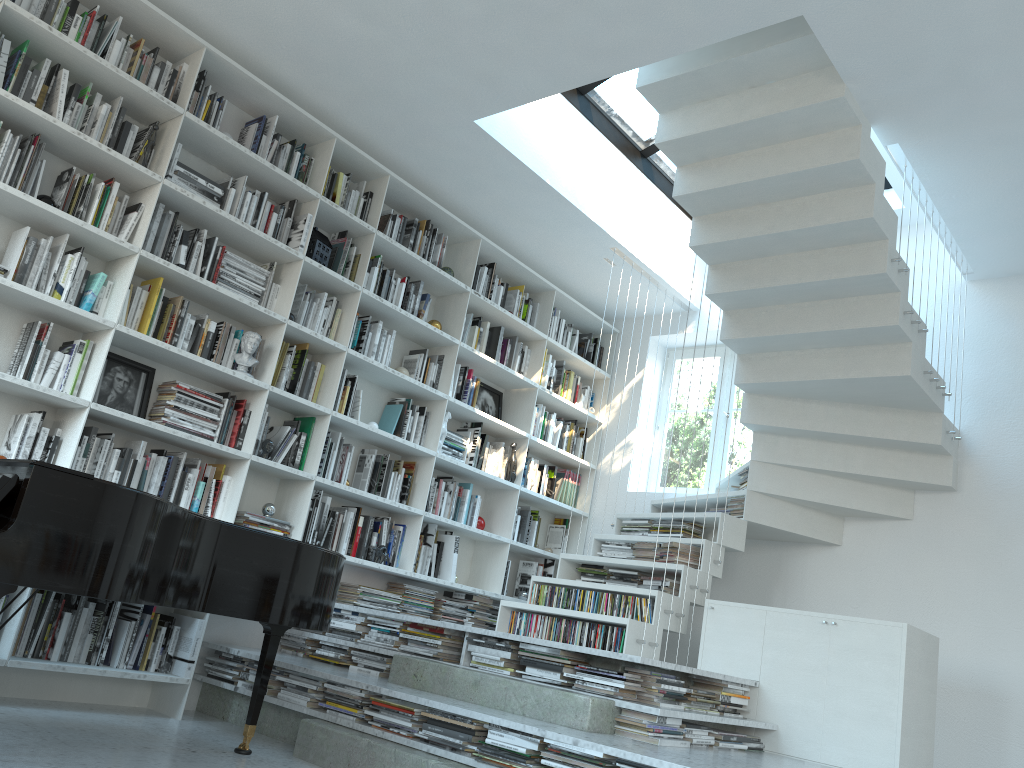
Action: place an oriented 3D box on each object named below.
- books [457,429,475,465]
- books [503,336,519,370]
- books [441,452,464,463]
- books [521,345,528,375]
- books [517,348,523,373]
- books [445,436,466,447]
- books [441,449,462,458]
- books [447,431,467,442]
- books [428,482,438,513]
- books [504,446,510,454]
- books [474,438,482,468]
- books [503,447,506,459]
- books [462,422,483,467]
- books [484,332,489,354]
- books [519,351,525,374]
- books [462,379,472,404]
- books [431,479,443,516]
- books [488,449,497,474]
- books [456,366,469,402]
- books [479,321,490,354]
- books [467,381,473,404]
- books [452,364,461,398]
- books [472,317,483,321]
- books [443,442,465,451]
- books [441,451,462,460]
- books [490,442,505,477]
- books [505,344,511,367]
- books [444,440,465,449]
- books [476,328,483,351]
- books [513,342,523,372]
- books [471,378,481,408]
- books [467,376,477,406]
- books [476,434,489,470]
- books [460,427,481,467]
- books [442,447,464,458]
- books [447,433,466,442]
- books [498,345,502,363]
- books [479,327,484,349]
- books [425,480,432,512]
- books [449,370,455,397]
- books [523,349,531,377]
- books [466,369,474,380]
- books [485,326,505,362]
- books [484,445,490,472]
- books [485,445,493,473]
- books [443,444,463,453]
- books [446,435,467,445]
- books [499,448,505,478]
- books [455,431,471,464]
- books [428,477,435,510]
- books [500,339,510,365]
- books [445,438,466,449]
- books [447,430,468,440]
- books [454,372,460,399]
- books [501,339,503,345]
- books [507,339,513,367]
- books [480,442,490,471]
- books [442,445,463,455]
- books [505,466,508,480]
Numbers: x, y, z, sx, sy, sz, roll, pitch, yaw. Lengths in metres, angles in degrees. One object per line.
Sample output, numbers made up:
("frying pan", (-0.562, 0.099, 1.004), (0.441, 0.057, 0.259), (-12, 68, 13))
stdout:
("books", (-0.334, 0.440, 5.934), (0.159, 0.284, 0.012), (-3, -21, 40))
("books", (-0.054, -0.192, 6.263), (0.181, 0.293, 0.022), (-3, -21, 40))
("books", (-0.467, 0.468, 5.756), (0.159, 0.012, 0.286), (-6, -23, 45))
("books", (0.027, -0.136, 6.379), (0.147, 0.283, 0.026), (-3, -21, 40))
("books", (-0.012, -0.137, 6.324), (0.162, 0.240, 0.031), (-3, -21, 40))
("books", (-0.445, 0.366, 5.788), (0.159, 0.012, 0.286), (-1, -20, 35))
("books", (-0.468, 0.445, 5.767), (0.161, 0.012, 0.255), (-4, -22, 42))
("books", (-0.444, 0.332, 5.803), (0.159, 0.012, 0.286), (-2, -21, 38))
("books", (-0.553, 0.729, 5.628), (0.163, 0.222, 0.011), (-3, -21, 40))
("books", (-0.090, 0.575, 6.231), (0.138, 0.283, 0.029), (-3, -21, 40))
("books", (-0.298, 0.476, 5.945), (0.179, 0.236, 0.030), (-3, -21, 40))
("books", (-0.128, 0.562, 6.162), (0.145, 0.254, 0.024), (-3, -21, 40))
("books", (-0.295, 0.420, 5.939), (0.180, 0.338, 0.010), (-3, -21, 40))
("books", (-0.237, -0.252, 6.077), (0.143, 0.238, 0.025), (-3, -21, 40))
("books", (0.005, -0.120, 6.357), (0.158, 0.233, 0.022), (-3, -21, 40))
("books", (-0.358, 0.073, 5.885), (0.189, 0.206, 0.013), (-3, -21, 40))
("books", (-0.530, 0.726, 5.646), (0.185, 0.245, 0.045), (-3, -21, 40))
("books", (-0.191, 0.554, 6.099), (0.155, 0.212, 0.025), (-3, -21, 40))
("books", (-0.381, 0.025, 5.882), (0.176, 0.286, 0.012), (-3, -21, 40))
("books", (-0.241, -0.284, 6.060), (0.156, 0.287, 0.026), (-3, -21, 40))
("books", (-0.346, 0.083, 5.923), (0.152, 0.212, 0.033), (-3, -21, 40))
("books", (-0.426, 0.008, 5.851), (0.159, 0.284, 0.012), (-3, -21, 40))
("books", (-0.290, -0.311, 6.013), (0.162, 0.295, 0.011), (-3, -21, 40))
("books", (-0.452, 0.400, 5.779), (0.161, 0.012, 0.254), (-6, -23, 45))
("books", (-0.467, 0.456, 5.761), (0.161, 0.012, 0.254), (-5, -23, 44))
("books", (-0.153, 0.533, 6.108), (0.191, 0.270, 0.021), (-3, -21, 40))
("books", (-0.095, -0.171, 6.220), (0.165, 0.217, 0.031), (-3, -21, 40))
("books", (-0.453, 0.389, 5.785), (0.159, 0.012, 0.286), (-2, -21, 37))
("books", (-0.284, -0.270, 6.018), (0.158, 0.223, 0.030), (-3, -21, 40))
("books", (-0.024, -0.163, 6.299), (0.177, 0.271, 0.036), (-3, -21, 40))
("books", (-0.304, 0.085, 5.957), (0.178, 0.243, 0.026), (-3, -21, 40))
("books", (-0.326, 0.073, 5.947), (0.167, 0.252, 0.021), (-3, -21, 40))
("books", (-0.261, 0.473, 5.995), (0.167, 0.281, 0.059), (-3, -21, 40))
("books", (-0.306, 0.435, 5.927), (0.184, 0.299, 0.011), (-3, -21, 40))
("books", (-0.465, 0.434, 5.772), (0.159, 0.012, 0.286), (-2, -21, 38))
("books", (-0.446, 0.344, 5.799), (0.161, 0.012, 0.255), (-4, -22, 42))
("books", (-0.143, -0.223, 6.192), (0.162, 0.282, 0.048), (-3, -21, 40))
("books", (-0.277, -0.266, 6.048), (0.146, 0.235, 0.024), (-3, -21, 40))
("books", (-0.585, 0.701, 5.594), (0.177, 0.243, 0.048), (-3, -21, 40))
("books", (-0.447, -0.008, 5.817), (0.146, 0.288, 0.065), (-3, -21, 40))
("books", (0.045, -0.118, 6.395), (0.169, 0.264, 0.031), (-3, -21, 40))
("books", (-0.351, 0.041, 5.913), (0.175, 0.284, 0.014), (-3, -21, 40))
("books", (-0.177, -0.257, 6.068), (0.245, 0.264, 0.032), (-3, -21, 40))
("books", (-0.229, 0.518, 6.069), (0.133, 0.249, 0.031), (-3, -21, 40))
("books", (-0.211, 0.535, 6.087), (0.129, 0.234, 0.028), (-3, -21, 40))
("books", (-0.464, 0.411, 5.781), (0.161, 0.012, 0.255), (-3, -21, 40))
("books", (-0.448, 0.355, 5.796), (0.159, 0.012, 0.286), (-4, -22, 42))
("books", (-0.138, 0.558, 6.127), (0.176, 0.238, 0.041), (-3, -21, 40))
("books", (-0.356, 0.439, 5.892), (0.161, 0.253, 0.012), (-3, -21, 40))
("books", (-0.571, 0.712, 5.627), (0.143, 0.246, 0.024), (-3, -21, 40))
("books", (-0.110, -0.194, 6.193), (0.189, 0.239, 0.014), (-3, -21, 40))
("books", (-0.453, 0.378, 5.790), (0.159, 0.012, 0.286), (-4, -22, 42))
("books", (-0.442, 0.321, 5.806), (0.159, 0.012, 0.286), (-4, -22, 42))
("books", (-0.418, 0.026, 5.875), (0.131, 0.268, 0.043), (-3, -21, 40))
("books", (-0.161, -0.218, 6.128), (0.187, 0.229, 0.030), (-3, -21, 40))
("books", (-0.081, -0.184, 6.251), (0.156, 0.263, 0.023), (-3, -21, 40))
("books", (-0.235, 0.511, 6.034), (0.147, 0.241, 0.031), (-3, -21, 40))
("books", (-0.458, 0.423, 5.771), (0.161, 0.012, 0.255), (-1, -20, 35))
("books", (-0.095, 0.613, 6.178), (0.166, 0.178, 0.028), (-3, -21, 40))
